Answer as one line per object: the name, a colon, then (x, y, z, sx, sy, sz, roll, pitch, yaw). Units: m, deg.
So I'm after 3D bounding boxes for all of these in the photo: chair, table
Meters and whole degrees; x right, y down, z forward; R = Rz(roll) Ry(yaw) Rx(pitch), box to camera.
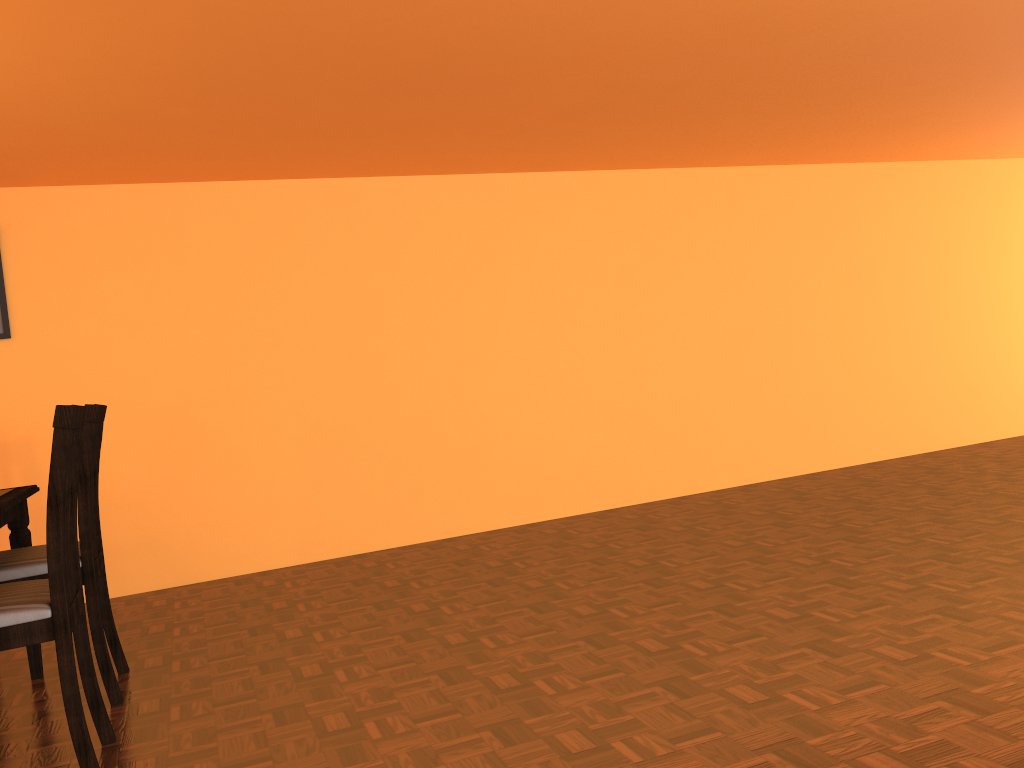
chair: (-1.114, 0.468, 1.883, 0.465, 0.809, 0.373, -7, 1, -20)
table: (-1.529, 0.624, 2.026, 0.697, 0.584, 1.259, -7, 1, -20)
chair: (-1.315, 0.479, 2.423, 0.465, 0.809, 0.373, -7, 1, -20)

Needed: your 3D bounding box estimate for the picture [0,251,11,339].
picture: (-2.201, -0.390, 3.486, 0.361, 0.456, 0.014, -7, 1, -20)
